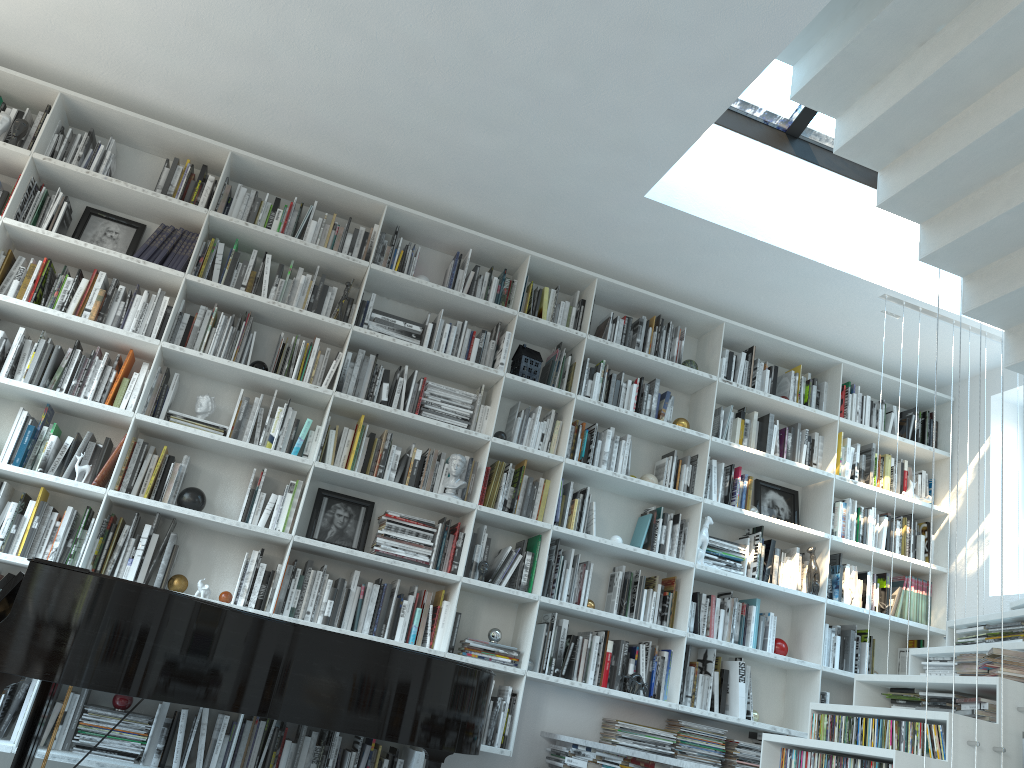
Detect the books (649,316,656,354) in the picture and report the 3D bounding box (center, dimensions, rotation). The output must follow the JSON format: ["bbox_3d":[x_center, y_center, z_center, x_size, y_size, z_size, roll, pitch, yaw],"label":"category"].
[{"bbox_3d":[0.796,-0.239,5.313,0.006,0.311,0.179,17,-21,-14],"label":"books"}]

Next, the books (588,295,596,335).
[{"bbox_3d":[0.427,-0.354,5.202,0.019,0.303,0.176,17,-21,-14],"label":"books"}]

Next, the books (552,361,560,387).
[{"bbox_3d":[0.215,-0.012,5.049,0.024,0.216,0.169,17,-21,-14],"label":"books"}]

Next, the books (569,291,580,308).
[{"bbox_3d":[0.342,-0.380,5.216,0.012,0.328,0.129,17,-21,-14],"label":"books"}]

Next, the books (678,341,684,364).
[{"bbox_3d":[0.974,-0.136,5.339,0.014,0.208,0.188,17,-21,-14],"label":"books"}]

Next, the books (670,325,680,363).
[{"bbox_3d":[0.945,-0.187,5.346,0.013,0.296,0.189,17,-21,-14],"label":"books"}]

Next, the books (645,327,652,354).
[{"bbox_3d":[0.779,-0.207,5.291,0.018,0.230,0.160,17,-21,-14],"label":"books"}]

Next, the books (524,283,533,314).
[{"bbox_3d":[0.062,-0.436,5.093,0.007,0.238,0.192,17,-21,-14],"label":"books"}]

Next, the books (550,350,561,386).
[{"bbox_3d":[0.213,-0.045,5.041,0.022,0.271,0.182,17,-21,-14],"label":"books"}]

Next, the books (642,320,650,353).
[{"bbox_3d":[0.766,-0.230,5.315,0.007,0.284,0.160,17,-21,-14],"label":"books"}]

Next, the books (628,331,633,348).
[{"bbox_3d":[0.667,-0.210,5.286,0.031,0.190,0.133,17,-21,-14],"label":"books"}]

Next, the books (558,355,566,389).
[{"bbox_3d":[0.253,-0.023,5.052,0.005,0.254,0.159,17,-21,-14],"label":"books"}]

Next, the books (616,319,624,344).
[{"bbox_3d":[0.601,-0.255,5.255,0.028,0.225,0.164,17,-21,-14],"label":"books"}]

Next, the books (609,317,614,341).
[{"bbox_3d":[0.553,-0.281,5.256,0.012,0.254,0.134,17,-21,-14],"label":"books"}]

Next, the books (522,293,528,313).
[{"bbox_3d":[0.039,-0.411,5.105,0.015,0.192,0.160,17,-21,-14],"label":"books"}]

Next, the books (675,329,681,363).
[{"bbox_3d":[0.955,-0.178,5.340,0.008,0.277,0.181,17,-21,-14],"label":"books"}]

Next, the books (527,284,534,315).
[{"bbox_3d":[0.090,-0.432,5.120,0.034,0.260,0.158,17,-21,-14],"label":"books"}]

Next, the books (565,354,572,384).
[{"bbox_3d":[0.293,-0.021,5.088,0.005,0.291,0.131,17,-21,-14],"label":"books"}]

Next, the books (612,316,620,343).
[{"bbox_3d":[0.577,-0.269,5.236,0.013,0.228,0.174,17,-21,-14],"label":"books"}]

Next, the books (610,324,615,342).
[{"bbox_3d":[0.559,-0.248,5.237,0.009,0.182,0.160,17,-21,-14],"label":"books"}]

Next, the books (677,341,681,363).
[{"bbox_3d":[0.957,-0.141,5.344,0.018,0.213,0.158,17,-21,-14],"label":"books"}]

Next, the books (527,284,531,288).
[{"bbox_3d":[0.065,-0.440,5.112,0.006,0.258,0.166,17,-21,-14],"label":"books"}]

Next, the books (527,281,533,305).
[{"bbox_3d":[0.069,-0.444,5.127,0.007,0.278,0.150,17,-21,-14],"label":"books"}]

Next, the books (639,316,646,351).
[{"bbox_3d":[0.734,-0.246,5.301,0.024,0.291,0.168,17,-21,-14],"label":"books"}]

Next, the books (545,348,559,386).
[{"bbox_3d":[0.202,-0.053,5.025,0.021,0.271,0.191,17,-21,-14],"label":"books"}]

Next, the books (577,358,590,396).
[{"bbox_3d":[0.387,0.005,5.092,0.012,0.284,0.160,17,-21,-14],"label":"books"}]

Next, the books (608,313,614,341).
[{"bbox_3d":[0.544,-0.281,5.243,0.011,0.243,0.173,17,-21,-14],"label":"books"}]

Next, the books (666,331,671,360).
[{"bbox_3d":[0.898,-0.181,5.334,0.014,0.257,0.150,17,-21,-14],"label":"books"}]

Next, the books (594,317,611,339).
[{"bbox_3d":[0.511,-0.278,5.213,0.046,0.205,0.184,17,-21,-14],"label":"books"}]

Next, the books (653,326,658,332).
[{"bbox_3d":[0.814,-0.204,5.308,0.008,0.250,0.170,17,-21,-14],"label":"books"}]

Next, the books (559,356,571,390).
[{"bbox_3d":[0.277,-0.018,5.044,0.013,0.247,0.187,17,-21,-14],"label":"books"}]

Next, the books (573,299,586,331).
[{"bbox_3d":[0.364,-0.348,5.178,0.029,0.252,0.187,17,-21,-14],"label":"books"}]

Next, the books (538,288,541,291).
[{"bbox_3d":[0.122,-0.414,5.154,0.007,0.263,0.133,17,-21,-14],"label":"books"}]

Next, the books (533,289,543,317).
[{"bbox_3d":[0.120,-0.413,5.114,0.015,0.233,0.171,17,-21,-14],"label":"books"}]

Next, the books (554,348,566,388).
[{"bbox_3d":[0.238,-0.047,5.044,0.021,0.287,0.179,17,-21,-14],"label":"books"}]

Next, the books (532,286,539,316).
[{"bbox_3d":[0.107,-0.424,5.133,0.008,0.261,0.142,17,-21,-14],"label":"books"}]

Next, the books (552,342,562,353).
[{"bbox_3d":[0.222,-0.069,5.069,0.025,0.338,0.143,17,-21,-14],"label":"books"}]

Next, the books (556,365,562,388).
[{"bbox_3d":[0.237,-0.003,5.052,0.013,0.210,0.140,17,-21,-14],"label":"books"}]

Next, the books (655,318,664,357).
[{"bbox_3d":[0.841,-0.226,5.305,0.015,0.298,0.183,17,-21,-14],"label":"books"}]

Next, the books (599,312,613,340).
[{"bbox_3d":[0.538,-0.287,5.233,0.009,0.243,0.173,17,-21,-14],"label":"books"}]

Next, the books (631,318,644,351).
[{"bbox_3d":[0.714,-0.244,5.268,0.028,0.257,0.185,17,-21,-14],"label":"books"}]

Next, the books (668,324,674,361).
[{"bbox_3d":[0.923,-0.195,5.372,0.008,0.320,0.134,17,-21,-14],"label":"books"}]

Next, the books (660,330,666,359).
[{"bbox_3d":[0.872,-0.185,5.329,0.024,0.251,0.150,17,-21,-14],"label":"books"}]

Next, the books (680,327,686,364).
[{"bbox_3d":[0.992,-0.178,5.359,0.006,0.305,0.164,17,-21,-14],"label":"books"}]

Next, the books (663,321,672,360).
[{"bbox_3d":[0.895,-0.208,5.334,0.008,0.305,0.183,17,-21,-14],"label":"books"}]

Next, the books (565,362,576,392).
[{"bbox_3d":[0.303,0.007,5.045,0.008,0.213,0.224,17,-21,-14],"label":"books"}]

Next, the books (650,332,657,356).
[{"bbox_3d":[0.802,-0.189,5.282,0.018,0.200,0.189,17,-21,-14],"label":"books"}]

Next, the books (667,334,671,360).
[{"bbox_3d":[0.914,-0.194,5.349,0.019,0.298,0.137,17,-21,-14],"label":"books"}]

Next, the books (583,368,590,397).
[{"bbox_3d":[0.399,0.036,5.103,0.012,0.238,0.139,17,-21,-14],"label":"books"}]

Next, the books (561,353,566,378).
[{"bbox_3d":[0.256,-0.028,5.086,0.013,0.287,0.132,17,-21,-14],"label":"books"}]

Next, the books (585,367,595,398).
[{"bbox_3d":[0.419,0.038,5.102,0.026,0.242,0.148,17,-21,-14],"label":"books"}]

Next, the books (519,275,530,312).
[{"bbox_3d":[0.041,-0.464,5.115,0.007,0.297,0.181,17,-21,-14],"label":"books"}]

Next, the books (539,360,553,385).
[{"bbox_3d":[0.179,-0.020,5.043,0.019,0.213,0.156,17,-21,-14],"label":"books"}]

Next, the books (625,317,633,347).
[{"bbox_3d":[0.654,-0.253,5.275,0.021,0.255,0.169,17,-21,-14],"label":"books"}]

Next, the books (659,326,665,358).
[{"bbox_3d":[0.859,-0.200,5.329,0.008,0.274,0.163,17,-21,-14],"label":"books"}]

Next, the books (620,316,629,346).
[{"bbox_3d":[0.631,-0.260,5.267,0.030,0.254,0.161,17,-21,-14],"label":"books"}]

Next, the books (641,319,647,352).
[{"bbox_3d":[0.749,-0.238,5.317,0.017,0.294,0.139,17,-21,-14],"label":"books"}]

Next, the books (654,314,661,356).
[{"bbox_3d":[0.828,-0.238,5.322,0.007,0.328,0.184,17,-21,-14],"label":"books"}]
